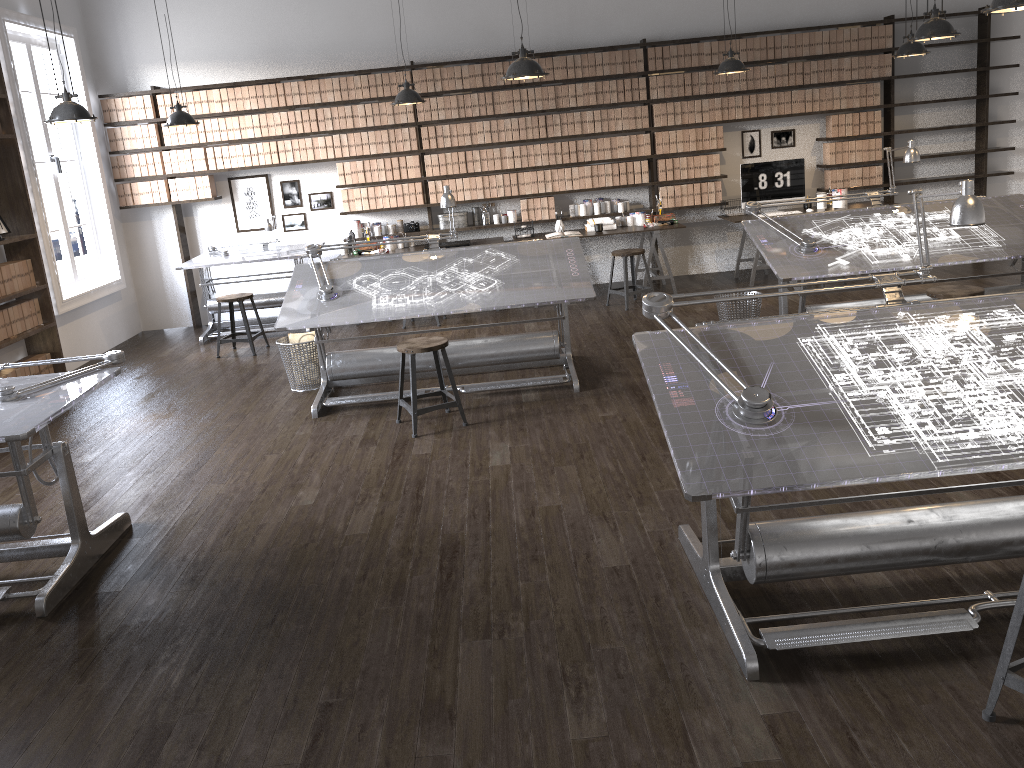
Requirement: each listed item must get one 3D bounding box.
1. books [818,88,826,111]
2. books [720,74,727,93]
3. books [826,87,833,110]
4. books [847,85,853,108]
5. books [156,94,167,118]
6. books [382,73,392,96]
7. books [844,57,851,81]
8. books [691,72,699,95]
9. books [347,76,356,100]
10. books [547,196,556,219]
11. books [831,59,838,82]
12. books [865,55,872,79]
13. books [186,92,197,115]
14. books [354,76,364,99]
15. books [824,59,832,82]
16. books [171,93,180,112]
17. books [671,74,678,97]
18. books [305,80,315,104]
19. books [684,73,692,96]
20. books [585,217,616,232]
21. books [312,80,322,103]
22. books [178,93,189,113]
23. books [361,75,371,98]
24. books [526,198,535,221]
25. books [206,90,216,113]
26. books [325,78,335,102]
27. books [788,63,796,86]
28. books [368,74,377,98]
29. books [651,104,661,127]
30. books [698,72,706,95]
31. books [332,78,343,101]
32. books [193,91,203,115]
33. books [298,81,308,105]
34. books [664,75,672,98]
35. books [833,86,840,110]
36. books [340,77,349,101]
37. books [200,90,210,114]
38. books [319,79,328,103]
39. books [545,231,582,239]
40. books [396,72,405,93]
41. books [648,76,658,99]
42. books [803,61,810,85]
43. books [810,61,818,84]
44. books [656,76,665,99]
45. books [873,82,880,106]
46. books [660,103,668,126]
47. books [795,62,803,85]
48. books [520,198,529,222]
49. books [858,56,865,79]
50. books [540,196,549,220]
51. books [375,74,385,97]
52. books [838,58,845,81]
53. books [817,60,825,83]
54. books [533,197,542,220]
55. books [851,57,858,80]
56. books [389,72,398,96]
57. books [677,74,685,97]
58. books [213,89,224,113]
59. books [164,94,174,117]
[{"bbox_3d":[3.136,-2.897,9.028,0.067,0.223,0.176,-6,14,0],"label":"books"},{"bbox_3d":[2.117,-3.055,8.954,0.067,0.223,0.176,-6,14,0],"label":"books"},{"bbox_3d":[3.206,-2.904,9.027,0.067,0.223,0.176,-6,14,0],"label":"books"},{"bbox_3d":[3.410,-2.924,9.028,0.067,0.223,0.176,-6,14,0],"label":"books"},{"bbox_3d":[-3.475,-2.773,8.859,0.067,0.223,0.176,-6,14,0],"label":"books"},{"bbox_3d":[-1.246,-2.993,8.873,0.067,0.223,0.176,-6,14,0],"label":"books"},{"bbox_3d":[3.366,-3.179,8.967,0.067,0.223,0.176,-6,14,0],"label":"books"},{"bbox_3d":[1.838,-3.029,8.959,0.067,0.223,0.176,-6,14,0],"label":"books"},{"bbox_3d":[-1.597,-2.959,8.873,0.067,0.223,0.176,-6,14,0],"label":"books"},{"bbox_3d":[0.407,-1.833,9.190,0.067,0.223,0.176,-6,14,0],"label":"books"},{"bbox_3d":[3.237,-3.166,8.963,0.067,0.223,0.176,-6,14,0],"label":"books"},{"bbox_3d":[3.577,-3.201,8.972,0.067,0.223,0.176,-6,14,0],"label":"books"},{"bbox_3d":[-3.185,-2.802,8.860,0.067,0.223,0.176,-6,14,0],"label":"books"},{"bbox_3d":[-1.528,-2.965,8.870,0.067,0.223,0.176,-6,14,0],"label":"books"},{"bbox_3d":[3.169,-3.161,8.968,0.067,0.223,0.176,-6,14,0],"label":"books"},{"bbox_3d":[-3.326,-2.788,8.860,0.067,0.223,0.176,-6,14,0],"label":"books"},{"bbox_3d":[1.624,-3.008,8.955,0.067,0.223,0.176,-6,14,0],"label":"books"},{"bbox_3d":[-2.005,-2.918,8.869,0.067,0.223,0.176,-6,14,0],"label":"books"},{"bbox_3d":[1.763,-3.021,8.953,0.067,0.223,0.176,-6,14,0],"label":"books"},{"bbox_3d":[0.894,-1.620,8.917,0.294,0.146,0.390,-6,15,0],"label":"books"},{"bbox_3d":[-1.938,-2.923,8.864,0.067,0.223,0.176,-6,14,0],"label":"books"},{"bbox_3d":[-3.255,-2.794,8.856,0.067,0.223,0.176,-6,14,0],"label":"books"},{"bbox_3d":[-1.456,-2.971,8.867,0.067,0.223,0.176,-6,14,0],"label":"books"},{"bbox_3d":[0.195,-1.812,9.188,0.067,0.223,0.176,-6,14,0],"label":"books"},{"bbox_3d":[-2.981,-2.822,8.860,0.067,0.223,0.176,-6,14,0],"label":"books"},{"bbox_3d":[-1.809,-2.937,8.867,0.067,0.223,0.176,-6,14,0],"label":"books"},{"bbox_3d":[2.809,-3.125,8.966,0.067,0.223,0.176,-6,14,0],"label":"books"},{"bbox_3d":[-1.384,-2.978,8.867,0.067,0.223,0.176,-6,14,0],"label":"books"},{"bbox_3d":[1.465,-2.732,9.013,0.067,0.223,0.176,-6,14,0],"label":"books"},{"bbox_3d":[1.909,-3.035,8.955,0.067,0.223,0.176,-6,14,0],"label":"books"},{"bbox_3d":[-1.737,-2.943,8.866,0.067,0.223,0.176,-6,14,0],"label":"books"},{"bbox_3d":[-3.114,-2.809,8.861,0.067,0.223,0.176,-6,14,0],"label":"books"},{"bbox_3d":[-2.076,-2.911,8.868,0.067,0.223,0.176,-6,14,0],"label":"books"},{"bbox_3d":[1.562,-3.000,8.950,0.067,0.223,0.176,-6,14,0],"label":"books"},{"bbox_3d":[3.276,-2.910,9.024,0.067,0.223,0.176,-6,14,0],"label":"books"},{"bbox_3d":[-1.667,-2.951,8.870,0.067,0.223,0.176,-6,14,0],"label":"books"},{"bbox_3d":[-3.047,-2.814,8.855,0.067,0.223,0.176,-6,14,0],"label":"books"},{"bbox_3d":[-1.871,-2.931,8.869,0.067,0.223,0.176,-6,14,0],"label":"books"},{"bbox_3d":[0.509,-1.479,8.754,0.354,0.029,0.259,-6,16,0],"label":"books"},{"bbox_3d":[-1.108,-3.006,8.873,0.067,0.223,0.176,-6,14,0],"label":"books"},{"bbox_3d":[1.417,-2.987,8.952,0.067,0.223,0.176,-6,14,0],"label":"books"},{"bbox_3d":[2.958,-3.140,8.967,0.067,0.223,0.176,-6,14,0],"label":"books"},{"bbox_3d":[3.028,-3.146,8.963,0.067,0.223,0.176,-6,14,0],"label":"books"},{"bbox_3d":[1.489,-2.993,8.950,0.067,0.223,0.176,-6,14,0],"label":"books"},{"bbox_3d":[3.685,-2.950,9.027,0.067,0.223,0.176,-6,14,0],"label":"books"},{"bbox_3d":[1.528,-2.737,9.009,0.067,0.223,0.176,-6,14,0],"label":"books"},{"bbox_3d":[2.883,-3.131,8.961,0.067,0.223,0.176,-6,14,0],"label":"books"},{"bbox_3d":[0.128,-1.804,9.182,0.067,0.223,0.176,-6,14,0],"label":"books"},{"bbox_3d":[3.508,-3.194,8.969,0.067,0.223,0.176,-6,14,0],"label":"books"},{"bbox_3d":[0.336,-1.825,9.185,0.067,0.223,0.176,-6,14,0],"label":"books"},{"bbox_3d":[-1.321,-2.985,8.872,0.067,0.223,0.176,-6,14,0],"label":"books"},{"bbox_3d":[3.303,-3.174,8.968,0.067,0.223,0.176,-6,14,0],"label":"books"},{"bbox_3d":[3.099,-3.154,8.967,0.067,0.223,0.176,-6,14,0],"label":"books"},{"bbox_3d":[0.265,-1.819,9.188,0.067,0.223,0.176,-6,14,0],"label":"books"},{"bbox_3d":[3.438,-3.186,8.965,0.067,0.223,0.176,-6,14,0],"label":"books"},{"bbox_3d":[-1.177,-3.000,8.876,0.067,0.223,0.176,-6,14,0],"label":"books"},{"bbox_3d":[1.689,-3.015,8.958,0.067,0.223,0.176,-6,14,0],"label":"books"},{"bbox_3d":[-2.918,-2.827,8.859,0.067,0.223,0.176,-6,14,0],"label":"books"},{"bbox_3d":[-3.401,-2.779,8.854,0.067,0.223,0.176,-6,14,0],"label":"books"}]
